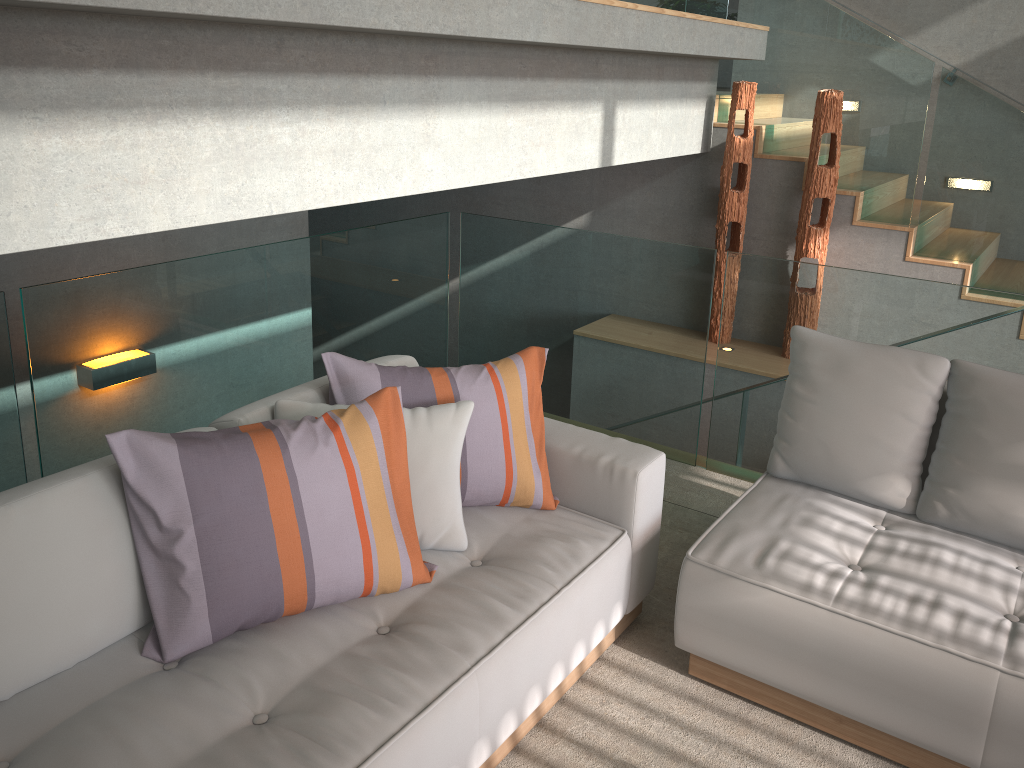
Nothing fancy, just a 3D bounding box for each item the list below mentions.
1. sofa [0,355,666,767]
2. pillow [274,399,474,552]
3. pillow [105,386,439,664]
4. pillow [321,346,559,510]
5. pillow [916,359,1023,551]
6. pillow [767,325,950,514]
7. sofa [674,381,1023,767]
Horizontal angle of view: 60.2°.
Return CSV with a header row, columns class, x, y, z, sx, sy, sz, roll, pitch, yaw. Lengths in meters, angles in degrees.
class,x,y,z,sx,sy,sz,roll,pitch,yaw
sofa,-0.919,0.714,1.633,1.058,0.737,3.511,14,23,31
pillow,-0.385,0.249,2.409,0.594,0.397,0.244,-2,17,-13
pillow,-0.544,0.316,2.128,0.741,0.484,0.316,-10,20,-32
pillow,-0.206,0.136,2.630,0.697,0.494,0.285,-2,17,-13
pillow,1.489,0.223,2.576,0.496,0.473,0.270,14,20,33
pillow,1.093,0.106,2.834,0.496,0.487,0.241,14,20,33
sofa,1.394,0.528,2.411,1.610,0.717,1.028,14,22,32
